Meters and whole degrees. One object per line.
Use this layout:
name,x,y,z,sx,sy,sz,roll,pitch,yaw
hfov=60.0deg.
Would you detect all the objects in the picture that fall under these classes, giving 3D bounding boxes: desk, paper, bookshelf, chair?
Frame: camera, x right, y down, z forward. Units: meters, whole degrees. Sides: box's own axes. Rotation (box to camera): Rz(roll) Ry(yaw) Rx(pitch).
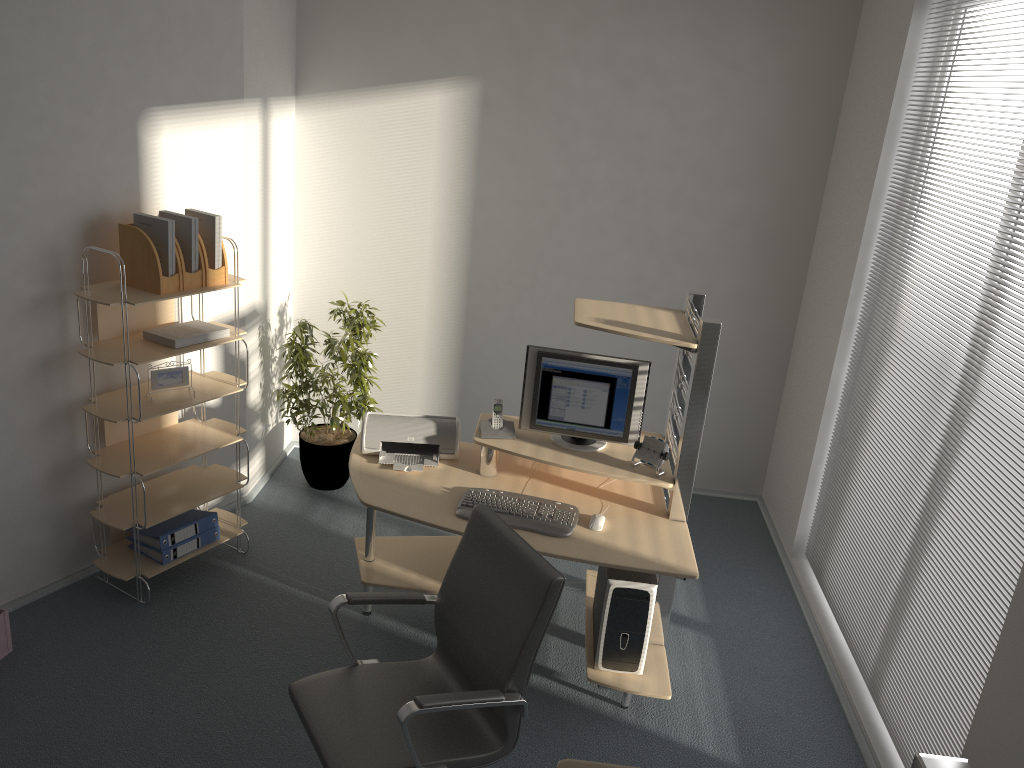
desk,-0.012,0.407,3.664,1.469,1.566,0.967,6,19,2
paper,-1.366,-0.610,3.921,0.213,0.297,0.045,18,23,31
paper,-1.437,-0.582,3.823,0.213,0.297,0.045,16,22,28
bookshelf,-1.543,0.139,4.002,0.381,1.572,0.724,16,22,28
paper,-1.448,-0.225,3.953,0.213,0.046,0.297,16,22,28
desk,-0.224,1.310,1.028,1.469,1.566,0.967,6,19,2
paper,-1.500,-0.552,3.720,0.213,0.297,0.045,15,22,26
chair,-0.293,0.987,2.715,0.652,1.048,0.584,-6,22,-30

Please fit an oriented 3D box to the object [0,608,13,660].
object,-2.142,0.996,3.480,0.245,0.202,0.185,9,20,11

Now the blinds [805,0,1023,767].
blinds,1.638,-0.068,3.379,0.037,2.749,1.950,6,19,2

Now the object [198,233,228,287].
object,-1.378,-0.586,3.911,0.243,0.259,0.113,18,23,31

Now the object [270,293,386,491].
object,-1.012,0.057,5.044,0.544,1.147,0.644,17,22,29

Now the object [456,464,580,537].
object,0.080,0.442,3.776,0.478,0.082,0.814,9,20,10

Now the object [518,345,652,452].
object,0.320,0.054,3.802,0.516,0.418,0.245,11,20,16

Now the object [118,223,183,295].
object,-1.511,-0.529,3.709,0.243,0.259,0.113,15,22,26

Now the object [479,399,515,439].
object,-0.062,0.145,3.839,0.150,0.151,0.119,2,20,-11

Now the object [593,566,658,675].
object,0.465,0.898,3.712,0.199,0.422,0.471,6,19,2

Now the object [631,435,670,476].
object,0.571,0.289,3.629,0.154,0.135,0.093,21,24,37

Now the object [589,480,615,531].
object,0.421,0.468,3.789,0.168,0.088,0.742,7,19,4

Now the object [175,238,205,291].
object,-1.448,-0.558,3.812,0.243,0.259,0.113,16,22,28

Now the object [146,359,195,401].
object,-1.512,-0.024,3.925,0.192,0.161,0.077,-11,25,-39

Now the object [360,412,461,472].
object,-0.446,0.248,3.900,0.438,0.162,0.351,4,19,-5

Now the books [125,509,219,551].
books,-1.598,0.664,4.172,0.263,0.100,0.320,17,22,29

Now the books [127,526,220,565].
books,-1.595,0.718,4.185,0.262,0.072,0.320,17,22,29
